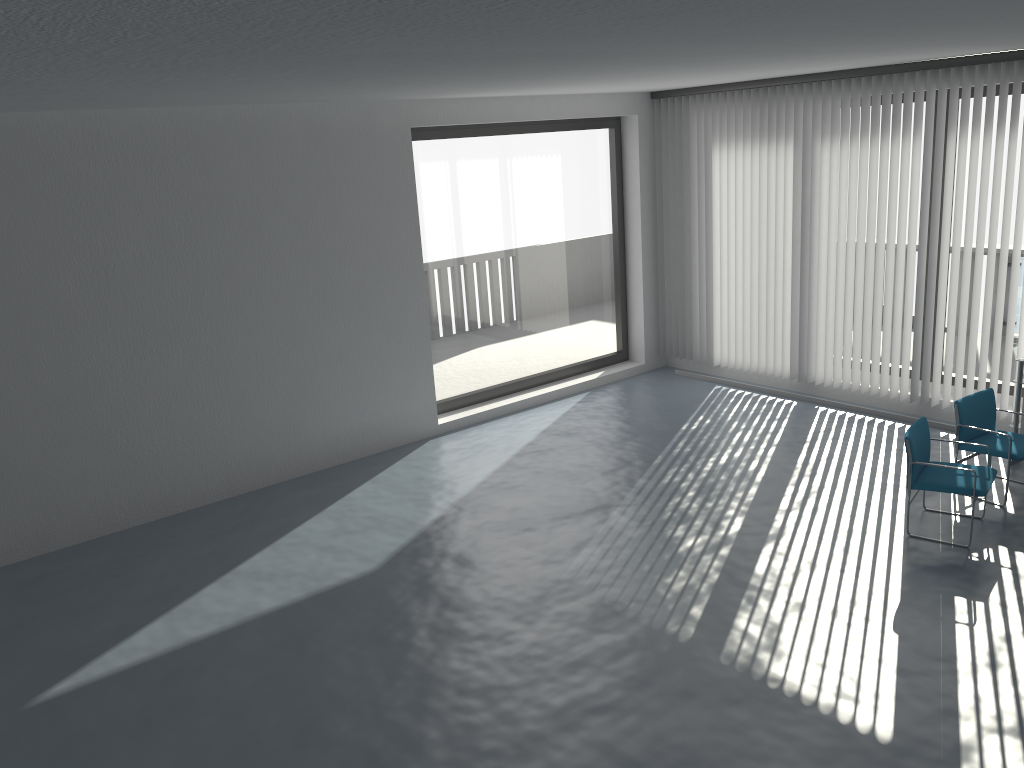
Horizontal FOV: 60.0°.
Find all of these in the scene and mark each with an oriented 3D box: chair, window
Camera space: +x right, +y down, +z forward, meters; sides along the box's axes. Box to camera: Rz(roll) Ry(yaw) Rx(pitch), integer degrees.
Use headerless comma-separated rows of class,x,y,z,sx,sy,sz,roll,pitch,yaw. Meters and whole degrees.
chair,3.631,0.459,6.598,0.542,0.707,0.543,-14,18,-32
chair,2.976,0.653,6.057,0.543,0.707,0.542,7,19,35
window,0.123,-1.336,9.617,2.824,2.691,0.008,-16,19,-36
window,3.622,-1.449,8.798,0.008,2.562,3.635,-16,19,-36

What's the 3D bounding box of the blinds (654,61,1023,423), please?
blinds,2.998,-1.437,8.796,0.158,2.955,4.001,-16,19,-36

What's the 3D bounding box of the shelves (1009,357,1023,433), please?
shelves,4.439,0.243,6.912,0.441,0.848,0.896,-15,19,-36
